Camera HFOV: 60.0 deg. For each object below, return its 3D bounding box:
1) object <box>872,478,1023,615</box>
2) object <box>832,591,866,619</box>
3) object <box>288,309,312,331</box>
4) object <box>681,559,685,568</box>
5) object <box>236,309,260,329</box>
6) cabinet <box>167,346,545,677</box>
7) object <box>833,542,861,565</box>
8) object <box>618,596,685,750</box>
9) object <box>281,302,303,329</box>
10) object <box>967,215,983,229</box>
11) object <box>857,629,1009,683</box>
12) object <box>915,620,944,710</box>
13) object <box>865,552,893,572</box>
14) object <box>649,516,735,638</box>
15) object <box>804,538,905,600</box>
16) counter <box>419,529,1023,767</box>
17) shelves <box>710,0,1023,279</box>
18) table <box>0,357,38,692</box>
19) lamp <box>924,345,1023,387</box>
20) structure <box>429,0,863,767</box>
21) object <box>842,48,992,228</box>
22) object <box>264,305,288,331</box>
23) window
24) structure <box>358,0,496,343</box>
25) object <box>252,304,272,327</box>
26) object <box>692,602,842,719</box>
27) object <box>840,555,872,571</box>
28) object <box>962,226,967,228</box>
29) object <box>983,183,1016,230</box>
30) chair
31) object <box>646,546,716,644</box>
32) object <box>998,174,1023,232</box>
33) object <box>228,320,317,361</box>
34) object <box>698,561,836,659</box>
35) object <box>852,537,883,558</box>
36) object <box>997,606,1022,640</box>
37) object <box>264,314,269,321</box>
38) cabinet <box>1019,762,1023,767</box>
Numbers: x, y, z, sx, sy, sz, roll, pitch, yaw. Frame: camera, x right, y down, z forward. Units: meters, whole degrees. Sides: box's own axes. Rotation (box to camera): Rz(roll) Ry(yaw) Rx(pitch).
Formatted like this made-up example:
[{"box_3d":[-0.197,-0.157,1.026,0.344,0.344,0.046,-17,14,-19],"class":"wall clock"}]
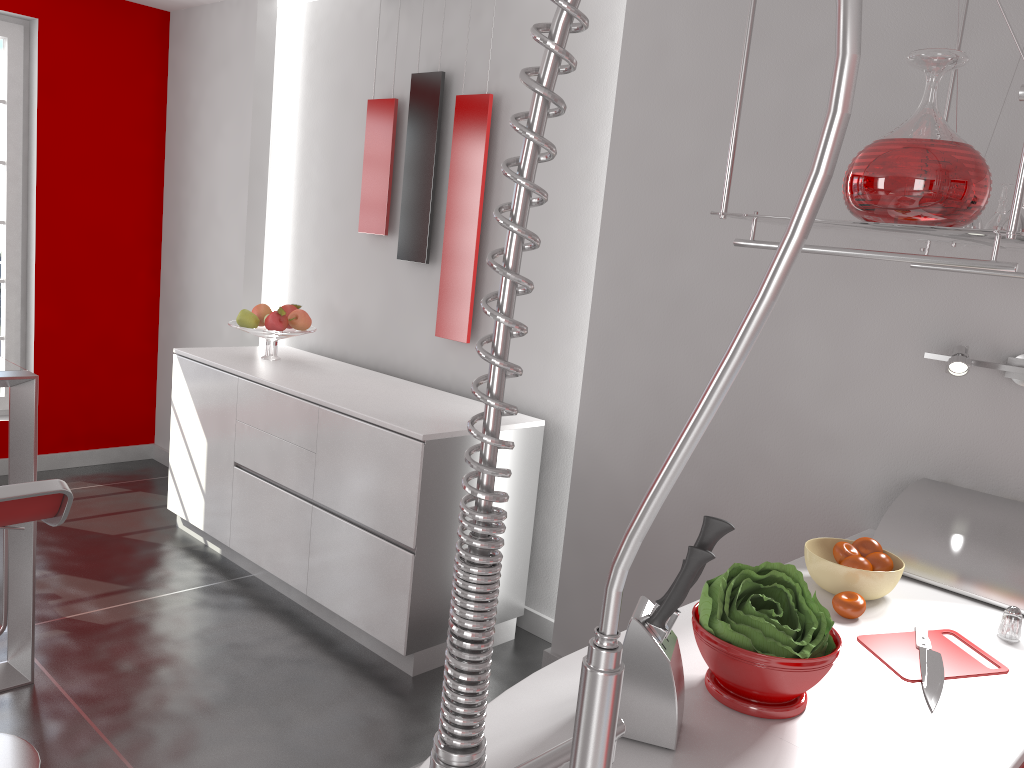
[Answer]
[{"box_3d":[1.090,0.368,2.050,0.400,0.170,0.300,15,13,42],"class":"object"},{"box_3d":[0.672,0.442,1.770,0.063,0.047,0.065,15,13,42],"class":"object"},{"box_3d":[-0.973,-0.295,4.095,0.097,0.101,0.121,10,10,21],"class":"object"},{"box_3d":[0.214,0.342,1.279,0.091,0.197,0.009,8,10,14],"class":"object"},{"box_3d":[-1.197,-0.295,4.027,0.100,0.086,0.083,6,9,3],"class":"object"},{"box_3d":[-0.774,0.417,3.835,1.802,0.880,0.610,15,13,42],"class":"cabinet"},{"box_3d":[0.725,0.372,1.919,0.062,0.052,0.065,11,11,27],"class":"object"},{"box_3d":[0.183,0.404,1.270,0.137,0.178,0.091,9,10,16],"class":"object"},{"box_3d":[-1.055,-0.328,4.188,0.117,0.129,0.150,6,9,0],"class":"object"},{"box_3d":[0.911,-0.346,1.768,0.060,0.141,0.060,15,13,42],"class":"object"},{"box_3d":[0.769,0.495,1.628,0.266,0.006,0.168,2,10,-20],"class":"object"},{"box_3d":[0.745,0.495,1.576,0.041,0.008,0.375,9,10,20],"class":"object"},{"box_3d":[0.778,0.383,1.888,0.062,0.049,0.066,14,12,39],"class":"object"},{"box_3d":[0.216,0.333,1.249,0.150,0.322,0.014,8,10,14],"class":"object"},{"box_3d":[0.728,0.406,1.905,0.201,0.086,0.201,-4,13,-45],"class":"object"},{"box_3d":[0.641,1.045,0.959,1.868,0.880,2.865,4,10,-13],"class":"counter"},{"box_3d":[0.855,-0.711,1.541,0.462,1.023,0.934,15,13,42],"class":"shelves"},{"box_3d":[-2.349,0.432,2.407,0.800,1.000,1.700,15,13,42],"class":"table"},{"box_3d":[1.177,-0.030,2.056,0.454,0.081,0.155,15,13,42],"class":"lamp"},{"box_3d":[0.042,0.122,0.623,0.178,0.920,0.308,5,9,-3],"class":"structure"},{"box_3d":[0.636,-0.372,1.373,0.213,0.266,0.213,3,10,-19],"class":"object"},{"box_3d":[-1.070,-0.297,4.006,0.117,0.133,0.097,12,11,32],"class":"object"},{"box_3d":[-2.960,-0.837,4.429,0.117,2.038,0.938,15,13,42],"class":"window"},{"box_3d":[-0.392,-0.981,3.827,0.820,1.503,0.040,15,13,42],"class":"structure"},{"box_3d":[-1.176,-0.324,4.170,0.096,0.105,0.117,3,10,-18],"class":"object"},{"box_3d":[0.393,0.437,1.406,0.228,0.118,0.229,8,10,14],"class":"object"},{"box_3d":[0.720,0.382,1.855,0.066,0.049,0.062,-2,12,-38],"class":"object"},{"box_3d":[0.843,-0.341,1.695,0.060,0.141,0.060,15,13,42],"class":"object"},{"box_3d":[1.035,-0.352,1.882,0.060,0.141,0.060,15,13,42],"class":"object"},{"box_3d":[-1.420,0.627,2.254,0.460,0.857,0.418,13,12,38],"class":"chair"},{"box_3d":[0.198,0.351,1.228,0.130,0.279,0.012,8,10,14],"class":"object"},{"box_3d":[0.972,-0.329,1.705,0.060,0.141,0.060,15,13,42],"class":"object"},{"box_3d":[-1.113,-0.193,4.112,0.398,0.159,0.398,6,9,3],"class":"object"},{"box_3d":[0.392,0.385,1.389,0.198,0.182,0.193,-2,13,-41],"class":"object"},{"box_3d":[0.779,0.368,1.948,0.066,0.058,0.055,11,11,28],"class":"object"},{"box_3d":[0.980,0.468,1.741,0.043,0.066,0.042,0,11,-33],"class":"object"},{"box_3d":[-1.110,-0.287,4.123,0.086,0.079,0.084,3,10,-18],"class":"object"},{"box_3d":[0.861,1.008,1.120,1.025,0.761,1.875,6,9,-2],"class":"cabinet"}]
